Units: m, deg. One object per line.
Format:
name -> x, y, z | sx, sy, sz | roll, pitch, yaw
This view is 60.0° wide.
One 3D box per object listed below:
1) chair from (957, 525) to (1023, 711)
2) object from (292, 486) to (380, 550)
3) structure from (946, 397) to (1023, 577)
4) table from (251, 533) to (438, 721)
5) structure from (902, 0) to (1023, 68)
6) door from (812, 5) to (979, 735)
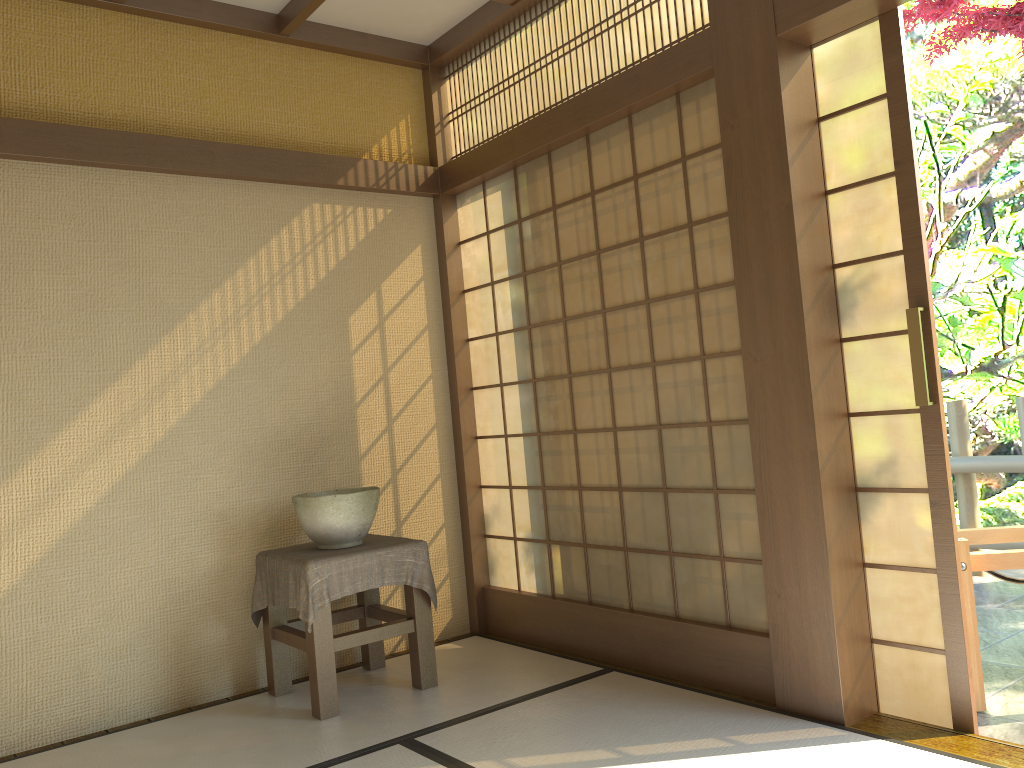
chair -> 1.913, 0.826, 3.401 | 0.704, 0.598, 0.698 | -5, -2, 9
object -> -0.719, 0.558, 3.671 | 0.358, 0.230, 0.357 | -6, -2, 23
structure -> 4.137, 0.461, 3.306 | 0.245, 1.136, 7.456 | -4, -2, -37
table -> -0.691, 0.965, 3.667 | 0.629, 0.595, 0.633 | -4, -3, -37
structure -> 4.200, -0.901, 4.487 | 3.045, 4.004, 3.412 | -5, -2, -5
door -> 0.721, 0.031, 3.459 | 0.073, 2.380, 1.894 | -4, -2, -37
